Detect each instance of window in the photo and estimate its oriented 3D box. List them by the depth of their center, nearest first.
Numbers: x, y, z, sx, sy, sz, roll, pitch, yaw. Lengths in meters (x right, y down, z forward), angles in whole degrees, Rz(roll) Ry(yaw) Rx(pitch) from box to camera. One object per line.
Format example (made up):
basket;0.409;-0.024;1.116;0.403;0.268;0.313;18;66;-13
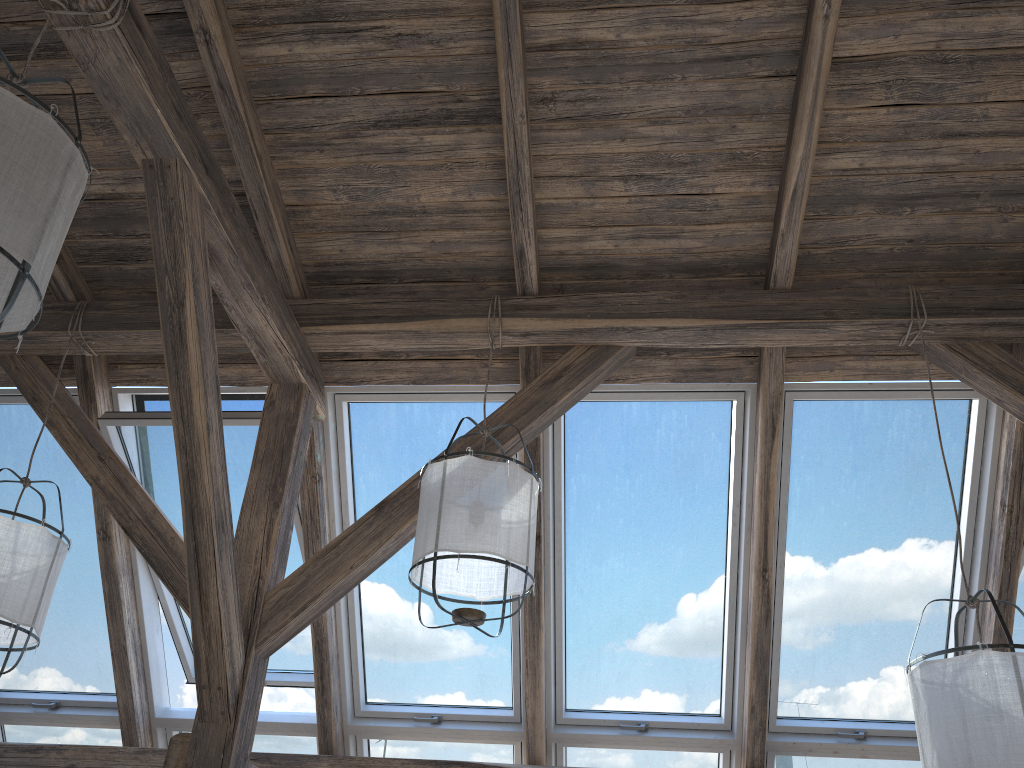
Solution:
window;2.395;0.785;3.555;0.855;1.208;1.483;0;-31;7
window;1.477;0.763;3.615;0.855;1.209;1.156;0;-31;7
window;0.563;0.770;3.720;0.855;1.209;1.156;0;-31;7
window;-0.351;0.776;3.824;0.855;1.209;1.156;0;-31;7
window;1.505;2.318;3.957;0.855;1.209;1.156;0;-31;7
window;-1.261;0.809;3.969;0.855;1.208;1.424;0;-31;7
window;-2.179;0.789;4.033;0.855;1.209;1.156;0;-31;7
window;0.591;2.325;4.062;0.855;1.209;1.156;0;-31;7
window;-0.323;2.331;4.166;0.855;1.209;1.156;0;-31;7
window;-1.237;2.338;4.270;0.855;1.209;1.156;0;-31;7
window;-2.151;2.344;4.375;0.855;1.209;1.156;0;-31;7

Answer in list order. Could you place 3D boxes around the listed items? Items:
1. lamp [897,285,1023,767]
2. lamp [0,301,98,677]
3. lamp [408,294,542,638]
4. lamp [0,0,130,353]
lamp;1.371;0.434;2.709;0.411;1.794;0.418;27;-36;-35
lamp;-1.723;0.297;3.150;0.411;1.436;0.418;27;-36;-35
lamp;-0.097;0.200;3.013;0.402;1.235;0.427;12;-30;-14
lamp;-1.107;-0.543;1.881;0.418;1.026;0.411;27;-37;-35
